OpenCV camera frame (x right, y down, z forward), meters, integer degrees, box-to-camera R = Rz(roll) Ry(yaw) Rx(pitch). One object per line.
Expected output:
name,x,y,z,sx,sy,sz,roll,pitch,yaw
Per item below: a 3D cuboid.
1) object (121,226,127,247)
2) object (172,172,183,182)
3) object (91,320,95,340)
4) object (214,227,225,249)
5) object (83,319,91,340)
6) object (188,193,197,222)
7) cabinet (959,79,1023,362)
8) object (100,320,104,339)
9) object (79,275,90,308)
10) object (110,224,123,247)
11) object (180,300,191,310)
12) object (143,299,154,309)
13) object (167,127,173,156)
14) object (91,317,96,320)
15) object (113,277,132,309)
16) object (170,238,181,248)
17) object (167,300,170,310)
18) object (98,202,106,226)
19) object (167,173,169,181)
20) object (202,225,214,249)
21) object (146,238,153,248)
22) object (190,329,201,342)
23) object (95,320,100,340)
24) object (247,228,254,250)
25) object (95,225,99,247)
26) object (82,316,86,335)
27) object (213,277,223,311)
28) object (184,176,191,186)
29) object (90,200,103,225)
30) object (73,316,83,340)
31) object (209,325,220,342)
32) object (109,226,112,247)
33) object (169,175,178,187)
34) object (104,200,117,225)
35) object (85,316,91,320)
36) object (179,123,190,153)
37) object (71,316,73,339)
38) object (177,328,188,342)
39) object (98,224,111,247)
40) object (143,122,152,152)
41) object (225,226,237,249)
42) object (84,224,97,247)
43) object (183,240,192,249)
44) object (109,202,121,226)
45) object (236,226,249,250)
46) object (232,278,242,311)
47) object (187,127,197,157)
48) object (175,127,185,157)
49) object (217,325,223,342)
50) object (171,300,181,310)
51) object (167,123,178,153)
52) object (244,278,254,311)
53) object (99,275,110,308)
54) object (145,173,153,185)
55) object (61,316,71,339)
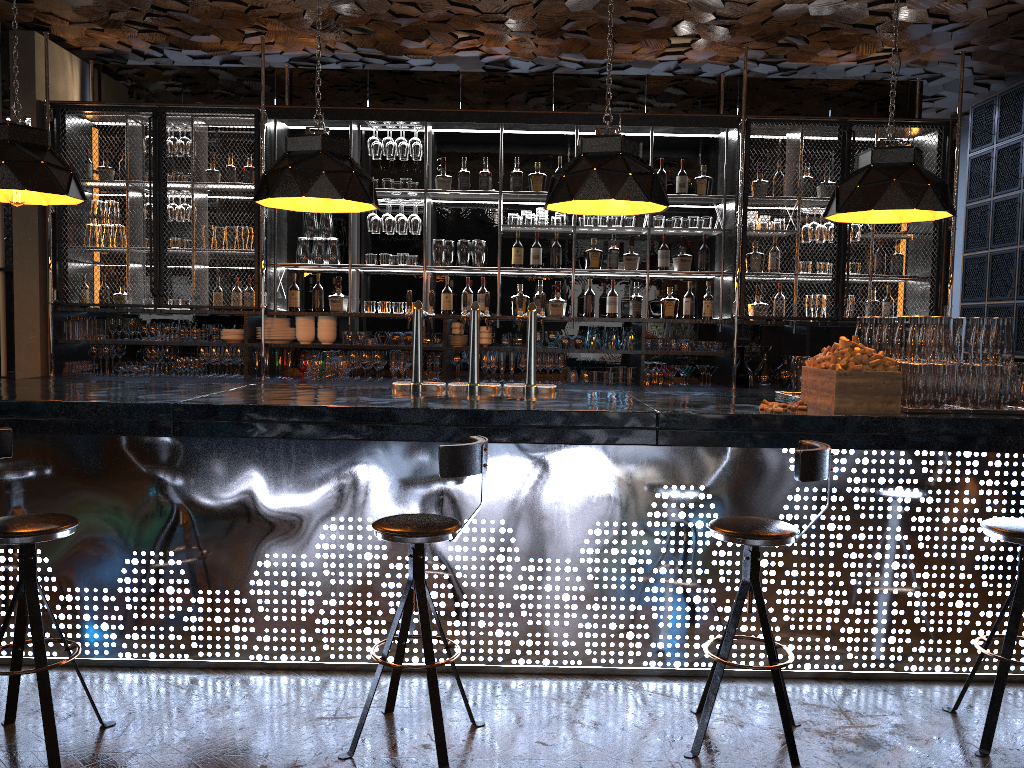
object,-3.052,-1.141,6.917,0.092,0.182,0.092,1,4,-5
object,-2.542,-1.566,6.747,0.077,0.080,0.077,4,5,35
object,-3.190,-0.413,6.728,0.058,0.152,0.051,1,4,4
object,-2.271,-1.124,6.889,0.092,0.182,0.092,1,4,-5
object,-3.194,-0.409,6.669,0.051,0.152,0.058,1,4,5
object,-2.487,-1.371,6.890,0.081,0.213,0.081,1,4,5
cabinet,4.268,-0.547,5.710,0.691,3.514,4.416,1,4,0
object,-3.183,-0.421,6.847,0.051,0.152,0.058,3,4,26
object,-3.314,-0.716,6.872,0.075,0.261,0.075,-2,5,-41
object,-3.041,-1.134,6.821,0.092,0.182,0.092,1,4,-5
object,-2.520,-0.609,6.842,0.077,0.080,0.077,0,4,-12
object,-2.793,-0.612,6.822,0.077,0.080,0.077,4,5,39
object,-2.654,-1.873,6.855,0.081,0.213,0.081,1,4,5
object,-3.287,-0.440,6.939,0.067,0.174,0.067,4,5,39
object,-3.010,-0.701,6.857,0.108,0.244,0.108,2,4,13
object,-2.561,-1.070,6.757,0.077,0.080,0.077,1,4,-5
object,-2.726,-0.621,6.970,0.077,0.080,0.077,4,5,39
object,-3.197,-1.326,6.915,0.092,0.182,0.092,1,4,-5
object,-2.667,-1.572,6.790,0.077,0.080,0.077,4,5,35
object,-2.326,-1.119,6.789,0.092,0.182,0.092,1,4,-5
object,-2.787,-1.080,6.847,0.077,0.080,0.077,2,4,11
object,-2.380,-0.364,6.662,0.078,0.099,0.078,-1,5,-33
object,-3.186,-0.417,6.788,0.058,0.152,0.051,-2,5,-39
object,-2.055,-1.120,6.887,0.092,0.182,0.092,1,4,-5
object,-3.255,-1.146,6.932,0.092,0.182,0.092,1,4,-5
object,-3.284,-0.428,6.763,0.067,0.174,0.067,3,4,25
object,-2.279,-0.697,6.877,0.075,0.261,0.075,-2,5,-41
object,-2.516,-1.577,6.907,0.077,0.080,0.077,4,5,35
object,-3.191,-1.319,6.817,0.092,0.182,0.092,1,4,-5
object,-3.276,-0.423,6.686,0.067,0.174,0.067,4,5,39
object,-2.266,-0.385,6.754,0.074,0.131,0.074,2,4,12
object,-3.148,-1.143,6.926,0.092,0.182,0.092,1,4,-5
object,-2.625,-1.578,6.897,0.077,0.080,0.077,-2,5,-35
object,-3.090,-1.318,6.826,0.092,0.182,0.092,1,4,-5
object,-3.287,-0.434,6.853,0.067,0.174,0.067,-2,5,-40
object,-2.477,-1.860,6.712,0.081,0.213,0.081,1,4,5
object,-3.353,-0.429,6.749,0.067,0.174,0.067,4,5,40
object,-2.480,-0.368,6.668,0.078,0.103,0.078,5,5,42
object,-3.141,-1.137,6.831,0.092,0.182,0.092,1,4,-5
object,-2.750,-1.865,6.711,0.081,0.213,0.081,1,4,5
object,-2.159,-1.117,6.813,0.092,0.182,0.092,1,4,-5
object,-3.245,-1.139,6.830,0.092,0.182,0.092,1,4,-5
object,-2.521,-1.080,6.915,0.077,0.080,0.077,1,4,-5
object,-3.094,-1.324,6.905,0.092,0.182,0.092,1,4,-5
object,-2.065,-1.114,6.793,0.092,0.182,0.092,1,4,-5
object,-2.141,-0.697,6.900,0.075,0.260,0.075,-2,5,-41
object,-2.477,-1.870,6.856,0.081,0.213,0.081,1,4,5
object,-2.568,-1.872,6.855,0.081,0.213,0.081,1,4,5
object,-2.296,-0.397,6.930,0.074,0.131,0.074,2,4,12
object,-2.612,-0.614,6.896,0.077,0.080,0.077,-2,5,-35
object,-2.567,-1.862,6.712,0.081,0.213,0.081,1,4,5
object,-2.038,-0.693,6.880,0.075,0.260,0.075,-2,5,-41
object,-3.146,-0.712,6.846,0.075,0.260,0.075,4,5,33
object,-2.773,-1.575,6.809,0.077,0.080,0.077,0,4,-10
object,-3.356,-0.424,6.674,0.067,0.174,0.067,2,4,8
